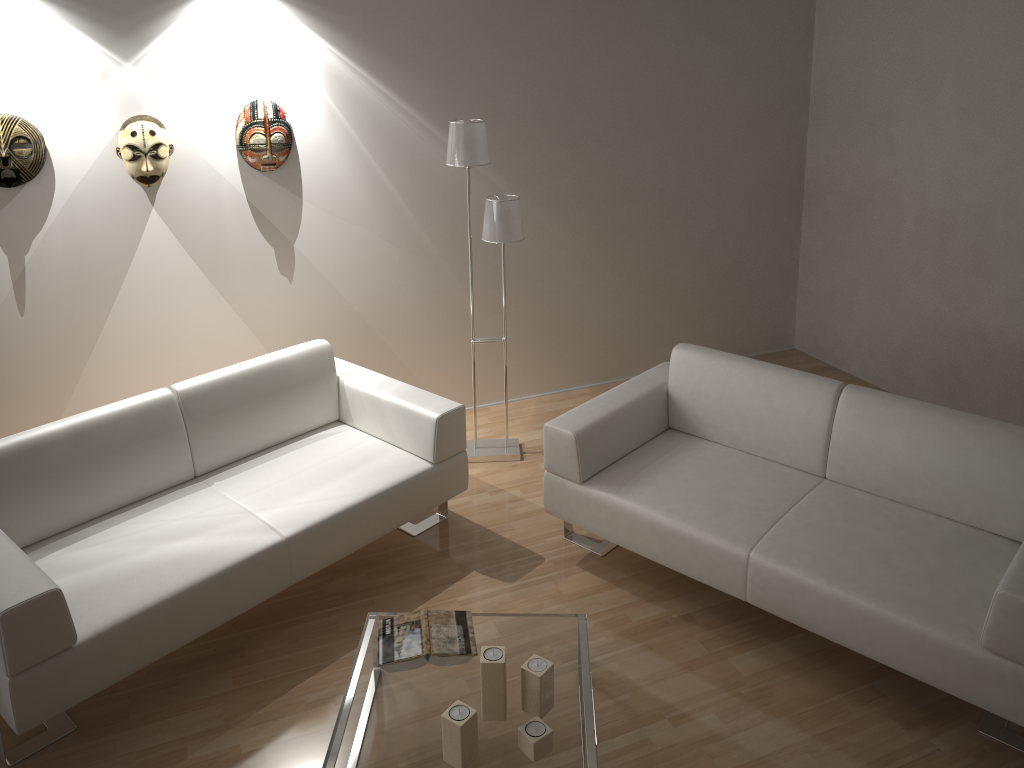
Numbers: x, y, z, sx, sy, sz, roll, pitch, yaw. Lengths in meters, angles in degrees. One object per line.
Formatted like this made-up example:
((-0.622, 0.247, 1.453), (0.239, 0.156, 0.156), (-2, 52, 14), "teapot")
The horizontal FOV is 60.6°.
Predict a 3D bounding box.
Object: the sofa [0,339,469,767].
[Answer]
((-1.104, 0.427, 3.290), (0.923, 0.709, 1.830), (15, 26, 39), "sofa")

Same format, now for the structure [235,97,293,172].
((-1.164, -1.172, 4.133), (0.266, 0.340, 0.078), (-8, 16, -23), "structure")

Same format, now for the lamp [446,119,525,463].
((-0.115, -0.429, 4.201), (0.365, 1.604, 0.217), (-2, 14, -3), "lamp")

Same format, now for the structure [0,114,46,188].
((-2.158, -0.986, 3.718), (0.319, 0.303, 0.071), (-9, 16, -22), "structure")

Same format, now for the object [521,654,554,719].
((0.070, 0.819, 2.386), (0.068, 0.145, 0.069), (11, 19, 36), "object")

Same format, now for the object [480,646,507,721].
((-0.049, 0.804, 2.369), (0.067, 0.189, 0.070), (0, 15, 2), "object")

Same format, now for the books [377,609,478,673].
((-0.259, 0.768, 2.644), (0.292, 0.054, 0.213), (-4, 22, -7), "books")

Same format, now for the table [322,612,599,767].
((-0.122, 0.991, 2.477), (0.700, 0.239, 0.832), (0, 21, 2), "table")

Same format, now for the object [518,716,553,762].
((0.061, 0.910, 2.258), (0.068, 0.071, 0.069), (-14, 22, -36), "object")

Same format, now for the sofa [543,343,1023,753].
((1.076, 0.429, 3.202), (1.817, 0.709, 0.929), (17, 26, 39), "sofa")

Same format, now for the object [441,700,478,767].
((-0.132, 0.887, 2.223), (0.068, 0.145, 0.069), (11, 19, 36), "object")

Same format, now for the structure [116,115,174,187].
((-1.639, -1.034, 3.914), (0.244, 0.316, 0.134), (-8, 17, -22), "structure")
